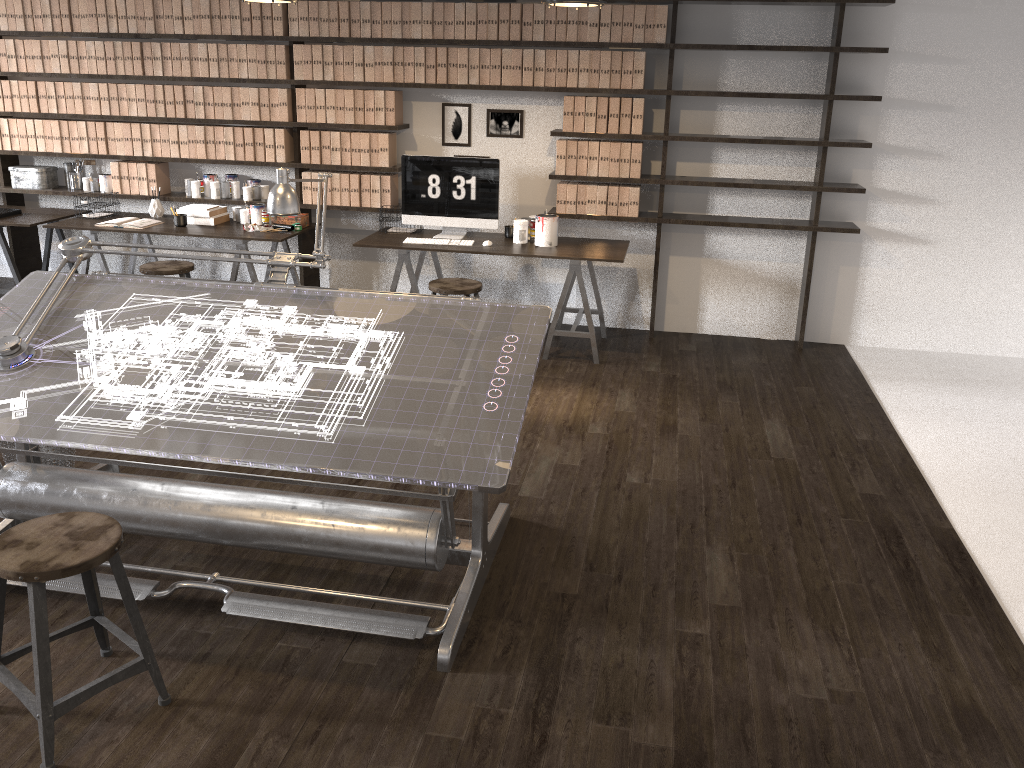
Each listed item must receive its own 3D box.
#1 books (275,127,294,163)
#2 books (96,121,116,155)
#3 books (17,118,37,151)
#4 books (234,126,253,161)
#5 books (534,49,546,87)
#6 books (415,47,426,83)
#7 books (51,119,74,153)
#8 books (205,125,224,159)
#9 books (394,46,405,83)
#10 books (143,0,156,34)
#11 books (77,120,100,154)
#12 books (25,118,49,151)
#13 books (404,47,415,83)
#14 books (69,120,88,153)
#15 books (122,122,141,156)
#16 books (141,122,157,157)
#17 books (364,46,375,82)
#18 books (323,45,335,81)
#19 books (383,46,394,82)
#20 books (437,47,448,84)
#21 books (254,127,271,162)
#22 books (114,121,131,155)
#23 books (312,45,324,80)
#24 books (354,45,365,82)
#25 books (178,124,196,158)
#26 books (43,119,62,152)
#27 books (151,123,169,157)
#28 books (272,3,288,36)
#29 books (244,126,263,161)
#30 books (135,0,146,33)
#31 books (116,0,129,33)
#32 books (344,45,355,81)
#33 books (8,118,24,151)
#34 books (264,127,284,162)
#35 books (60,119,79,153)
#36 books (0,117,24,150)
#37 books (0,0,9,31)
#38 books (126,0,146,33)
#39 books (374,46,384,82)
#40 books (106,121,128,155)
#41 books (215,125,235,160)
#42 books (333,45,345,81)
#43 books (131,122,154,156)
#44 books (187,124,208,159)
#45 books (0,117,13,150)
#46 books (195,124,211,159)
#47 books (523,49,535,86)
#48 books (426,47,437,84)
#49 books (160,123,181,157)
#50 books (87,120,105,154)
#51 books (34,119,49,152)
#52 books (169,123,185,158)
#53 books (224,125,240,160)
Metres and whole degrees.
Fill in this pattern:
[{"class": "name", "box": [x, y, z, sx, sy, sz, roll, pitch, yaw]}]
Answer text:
[{"class": "books", "box": [-1.561, -1.649, 6.109, 0.067, 0.222, 0.177, 4, 18, 9]}, {"class": "books", "box": [-2.881, -1.761, 6.331, 0.067, 0.222, 0.177, 4, 18, 9]}, {"class": "books", "box": [-3.497, -1.815, 6.440, 0.067, 0.222, 0.177, 4, 18, 9]}, {"class": "books", "box": [-1.857, -1.676, 6.162, 0.067, 0.222, 0.177, 4, 18, 9]}, {"class": "books", "box": [0.189, -2.016, 5.655, 0.067, 0.222, 0.177, 4, 18, 9]}, {"class": "books", "box": [-0.578, -2.081, 5.784, 0.067, 0.222, 0.177, 4, 18, 9]}, {"class": "books", "box": [-3.230, -1.790, 6.390, 0.067, 0.222, 0.177, 4, 18, 9]}, {"class": "books", "box": [-2.067, -1.693, 6.197, 0.067, 0.222, 0.177, 4, 18, 9]}, {"class": "books", "box": [-0.717, -2.094, 5.812, 0.067, 0.222, 0.177, 4, 18, 9]}, {"class": "books", "box": [-2.417, -2.491, 6.018, 0.067, 0.222, 0.177, 4, 18, 9]}, {"class": "books", "box": [-3.024, -1.773, 6.356, 0.067, 0.222, 0.177, 4, 18, 9]}, {"class": "books", "box": [-3.429, -1.808, 6.424, 0.067, 0.222, 0.177, 4, 18, 9]}, {"class": "books", "box": [-0.647, -2.088, 5.800, 0.067, 0.222, 0.177, 4, 18, 9]}, {"class": "books", "box": [-3.093, -1.781, 6.372, 0.067, 0.222, 0.177, 4, 18, 9]}, {"class": "books", "box": [-2.682, -1.743, 6.296, 0.067, 0.222, 0.177, 4, 18, 9]}, {"class": "books", "box": [-2.539, -1.732, 6.275, 0.067, 0.222, 0.177, 4, 18, 9]}, {"class": "books", "box": [-0.911, -2.110, 5.842, 0.067, 0.222, 0.177, 4, 18, 9]}, {"class": "books", "box": [-1.189, -2.134, 5.889, 0.067, 0.222, 0.177, 4, 18, 9]}, {"class": "books", "box": [-0.784, -2.098, 5.817, 0.067, 0.222, 0.177, 4, 18, 9]}, {"class": "books", "box": [-0.435, -2.069, 5.759, 0.067, 0.222, 0.177, 4, 18, 9]}, {"class": "books", "box": [-1.711, -1.663, 6.137, 0.067, 0.222, 0.177, 4, 18, 9]}, {"class": "books", "box": [-2.743, -1.750, 6.311, 0.067, 0.222, 0.177, 4, 18, 9]}, {"class": "books", "box": [-1.260, -2.139, 5.898, 0.067, 0.222, 0.177, 4, 18, 9]}, {"class": "books", "box": [-0.983, -2.115, 5.852, 0.067, 0.222, 0.177, 4, 18, 9]}, {"class": "books", "box": [-2.261, -1.709, 6.228, 0.067, 0.222, 0.177, 4, 18, 9]}, {"class": "books", "box": [-3.295, -1.797, 6.405, 0.067, 0.222, 0.177, 4, 18, 9]}, {"class": "books", "box": [-2.469, -1.728, 6.267, 0.067, 0.222, 0.177, 4, 18, 9]}, {"class": "books", "box": [-1.514, -2.416, 5.869, 0.067, 0.222, 0.177, 4, 18, 9]}, {"class": "books", "box": [-1.785, -1.667, 6.145, 0.067, 0.222, 0.177, 4, 18, 9]}, {"class": "books", "box": [-2.482, -2.498, 6.034, 0.067, 0.222, 0.177, 4, 18, 9]}, {"class": "books", "box": [-2.615, -2.508, 6.053, 0.067, 0.222, 0.177, 4, 18, 9]}, {"class": "books", "box": [-1.051, -2.123, 5.868, 0.067, 0.222, 0.177, 4, 18, 9]}, {"class": "books", "box": [-3.565, -1.821, 6.453, 0.067, 0.222, 0.177, 4, 18, 9]}, {"class": "books", "box": [-1.638, -1.655, 6.120, 0.067, 0.222, 0.177, 4, 18, 9]}, {"class": "books", "box": [-3.163, -1.787, 6.384, 0.067, 0.222, 0.177, 4, 18, 9]}, {"class": "books", "box": [-3.635, -1.826, 6.461, 0.067, 0.222, 0.177, 4, 18, 9]}, {"class": "books", "box": [-3.507, -2.585, 6.207, 0.067, 0.222, 0.177, 4, 18, 9]}, {"class": "books", "box": [-2.544, -2.503, 6.043, 0.067, 0.222, 0.177, 4, 18, 9]}, {"class": "books", "box": [-0.849, -2.105, 5.833, 0.067, 0.222, 0.177, 4, 18, 9]}, {"class": "books", "box": [-2.807, -1.756, 6.324, 0.067, 0.222, 0.177, 4, 18, 9]}, {"class": "books", "box": [-1.997, -1.687, 6.186, 0.067, 0.222, 0.177, 4, 18, 9]}, {"class": "books", "box": [-1.119, -2.129, 5.881, 0.067, 0.222, 0.177, 4, 18, 9]}, {"class": "books", "box": [-2.610, -1.737, 6.284, 0.067, 0.222, 0.177, 4, 18, 9]}, {"class": "books", "box": [-2.199, -1.704, 6.219, 0.067, 0.222, 0.177, 4, 18, 9]}, {"class": "books", "box": [-3.706, -1.831, 6.470, 0.067, 0.222, 0.177, 4, 18, 9]}, {"class": "books", "box": [-2.134, -1.697, 6.203, 0.067, 0.222, 0.177, 4, 18, 9]}, {"class": "books", "box": [0.118, -2.021, 5.664, 0.067, 0.222, 0.177, 4, 18, 9]}, {"class": "books", "box": [-0.507, -2.077, 5.777, 0.067, 0.222, 0.177, 4, 18, 9]}, {"class": "books", "box": [-2.401, -1.721, 6.254, 0.067, 0.222, 0.177, 4, 18, 9]}, {"class": "books", "box": [-2.953, -1.769, 6.349, 0.067, 0.222, 0.177, 4, 18, 9]}, {"class": "books", "box": [-3.357, -1.802, 6.414, 0.067, 0.222, 0.177, 4, 18, 9]}, {"class": "books", "box": [-2.333, -1.714, 6.238, 0.067, 0.222, 0.177, 4, 18, 9]}, {"class": "books", "box": [-1.928, -1.680, 6.170, 0.067, 0.222, 0.177, 4, 18, 9]}]
